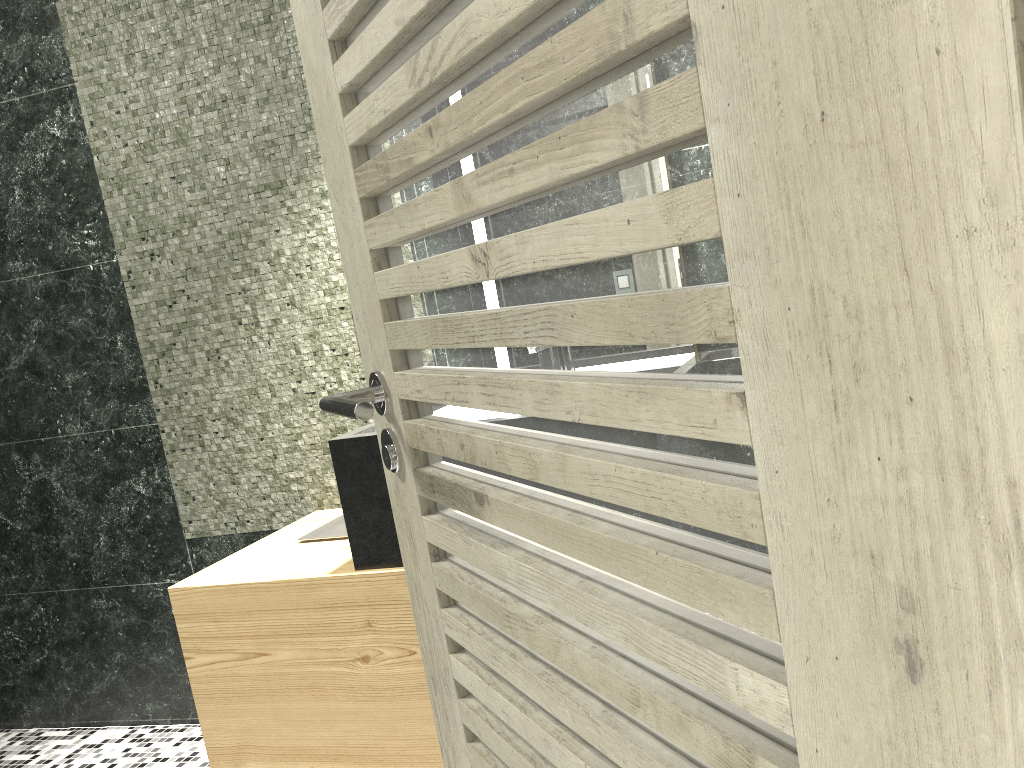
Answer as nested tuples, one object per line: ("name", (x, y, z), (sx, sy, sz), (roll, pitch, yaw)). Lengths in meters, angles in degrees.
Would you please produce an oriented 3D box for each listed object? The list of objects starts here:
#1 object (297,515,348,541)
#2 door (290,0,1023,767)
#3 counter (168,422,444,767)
("object", (-0.398, 0.396, 2.548), (0.303, 0.011, 0.330), (-7, 7, 20))
("door", (-0.236, 0.035, 0.776), (1.500, 2.520, 1.046), (-10, 7, 1))
("counter", (-0.106, 0.582, 2.376), (1.274, 1.054, 0.667), (-8, 7, 17))
